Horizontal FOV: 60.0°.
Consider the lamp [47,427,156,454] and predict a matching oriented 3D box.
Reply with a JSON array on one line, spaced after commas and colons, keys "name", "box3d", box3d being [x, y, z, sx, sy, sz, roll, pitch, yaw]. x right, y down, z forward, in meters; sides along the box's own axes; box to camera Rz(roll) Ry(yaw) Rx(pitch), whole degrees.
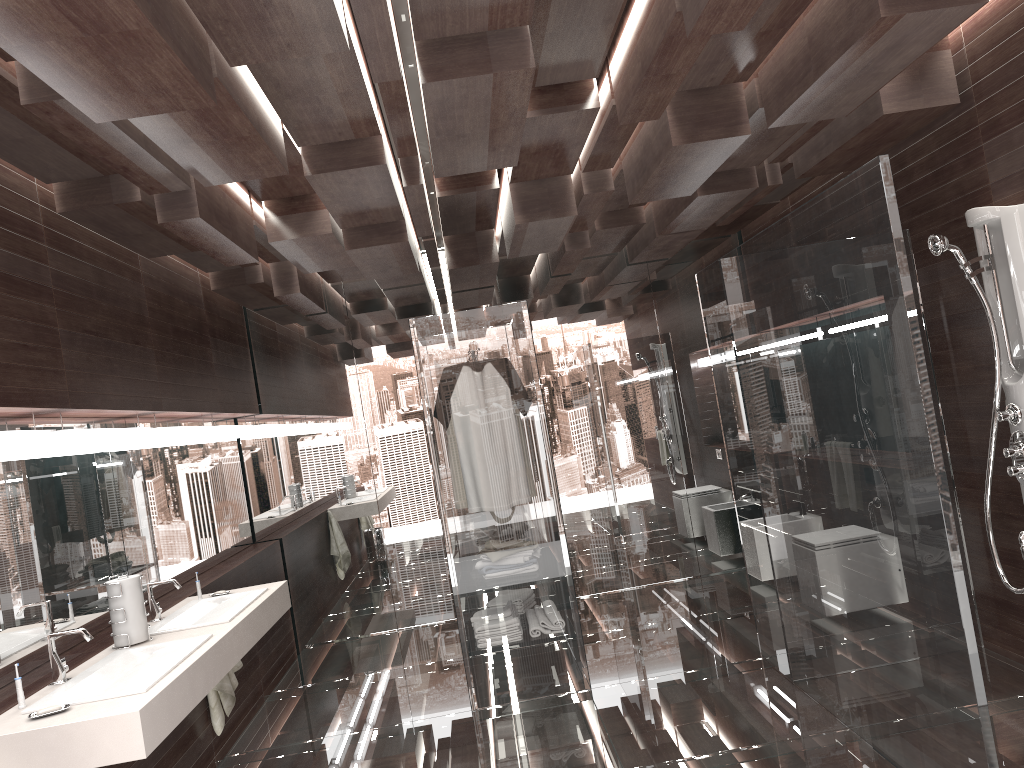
[{"name": "lamp", "box3d": [-1.774, 0.240, 3.881, 0.082, 0.082, 0.950, -9, -2, -3]}]

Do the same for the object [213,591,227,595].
[{"name": "object", "box3d": [-1.386, 0.992, 4.212, 0.066, 0.016, 0.035, -10, -2, 17]}]

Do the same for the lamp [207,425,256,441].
[{"name": "lamp", "box3d": [-1.871, 0.322, 5.925, 0.082, 0.082, 0.950, -9, -2, -3]}]

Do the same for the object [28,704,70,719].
[{"name": "object", "box3d": [-1.312, 0.932, 2.516, 0.108, 0.011, 0.065, -9, -2, -25]}]

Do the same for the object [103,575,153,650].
[{"name": "object", "box3d": [-1.465, 0.858, 3.371, 0.136, 0.261, 0.145, -11, -2, 40]}]

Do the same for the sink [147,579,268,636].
[{"name": "sink", "box3d": [-1.348, 0.919, 3.814, 0.427, 0.193, 0.681, -9, -2, -3]}]

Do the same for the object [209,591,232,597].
[{"name": "object", "box3d": [-1.385, 0.999, 4.212, 0.108, 0.011, 0.065, -10, -2, 18]}]

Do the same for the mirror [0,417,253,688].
[{"name": "mirror", "box3d": [0.202, 0.268, 3.977, 4.126, 0.916, 5.081, -9, -2, -3]}]

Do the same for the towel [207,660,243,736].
[{"name": "towel", "box3d": [-1.445, 1.378, 4.390, 0.156, 0.678, 0.368, -9, -2, -3]}]

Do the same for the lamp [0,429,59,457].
[{"name": "lamp", "box3d": [-1.726, 0.199, 2.856, 0.082, 0.082, 0.950, -9, -2, -3]}]

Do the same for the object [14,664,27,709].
[{"name": "object", "box3d": [-1.472, 0.901, 2.648, 0.022, 0.132, 0.022, -9, -2, -21]}]

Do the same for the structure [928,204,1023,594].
[{"name": "structure", "box3d": [1.972, 0.072, 3.567, 0.354, 1.560, 0.323, -10, -2, 17]}]

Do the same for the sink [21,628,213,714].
[{"name": "sink", "box3d": [-1.306, 0.883, 2.917, 0.427, 0.193, 0.681, -9, -2, -3]}]

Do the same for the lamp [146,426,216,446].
[{"name": "lamp", "box3d": [-1.823, 0.281, 4.917, 0.082, 0.082, 0.950, -9, -2, -3]}]

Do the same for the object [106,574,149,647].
[{"name": "object", "box3d": [-1.459, 0.859, 3.366, 0.124, 0.246, 0.128, -9, -2, -22]}]

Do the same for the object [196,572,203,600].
[{"name": "object", "box3d": [-1.478, 0.952, 4.180, 0.022, 0.132, 0.022, -11, -2, 34]}]

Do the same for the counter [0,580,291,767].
[{"name": "counter", "box3d": [-1.286, 1.027, 3.362, 0.488, 0.131, 1.954, -9, -2, -3]}]

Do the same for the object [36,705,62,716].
[{"name": "object", "box3d": [-1.313, 0.925, 2.516, 0.066, 0.016, 0.035, -8, -2, -26]}]
